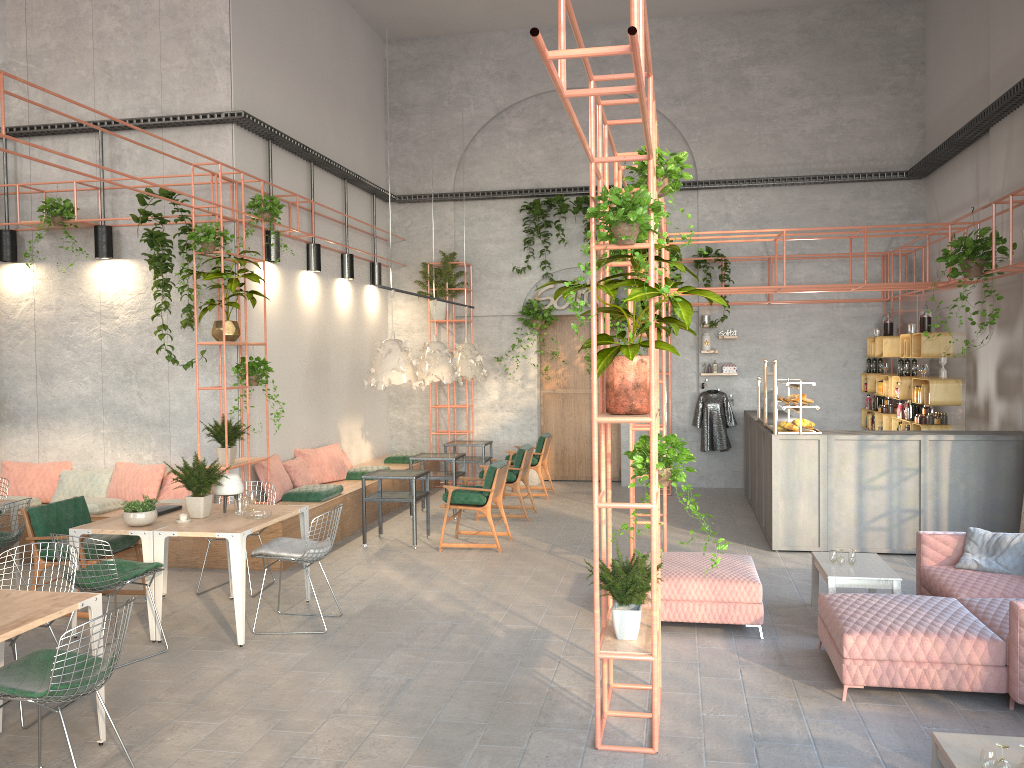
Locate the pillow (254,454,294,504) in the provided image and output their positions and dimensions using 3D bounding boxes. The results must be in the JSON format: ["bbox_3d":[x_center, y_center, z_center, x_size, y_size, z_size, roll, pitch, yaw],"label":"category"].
[{"bbox_3d":[-2.718,1.078,10.170,0.276,0.474,0.839,-1,2,1],"label":"pillow"}]

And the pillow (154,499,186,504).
[{"bbox_3d":[-3.554,1.301,9.304,0.637,0.149,0.491,0,2,12],"label":"pillow"}]

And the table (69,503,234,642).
[{"bbox_3d":[-2.865,1.477,7.177,0.694,0.830,1.205,0,2,11],"label":"table"}]

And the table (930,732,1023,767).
[{"bbox_3d":[1.990,1.741,3.388,0.520,0.455,0.916,0,2,11],"label":"table"}]

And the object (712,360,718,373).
[{"bbox_3d":[3.135,-0.270,13.687,0.081,0.204,0.081,0,2,11],"label":"object"}]

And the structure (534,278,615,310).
[{"bbox_3d":[0.992,-1.441,14.144,1.312,0.505,0.063,0,2,11],"label":"structure"}]

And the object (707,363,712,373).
[{"bbox_3d":[3.050,-0.243,13.696,0.063,0.151,0.063,-1,2,-3],"label":"object"}]

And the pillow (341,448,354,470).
[{"bbox_3d":[-2.341,1.059,12.058,0.289,0.385,0.666,-1,2,6],"label":"pillow"}]

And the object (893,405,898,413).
[{"bbox_3d":[5.193,0.341,12.029,0.115,0.107,0.115,-1,2,-13],"label":"object"}]

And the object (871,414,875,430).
[{"bbox_3d":[5.192,0.546,12.693,0.094,0.219,0.094,1,2,43],"label":"object"}]

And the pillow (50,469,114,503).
[{"bbox_3d":[-4.808,1.158,9.944,0.666,0.385,0.289,-1,2,6],"label":"pillow"}]

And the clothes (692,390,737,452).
[{"bbox_3d":[3.141,0.590,13.700,0.625,0.997,0.366,-1,2,-9],"label":"clothes"}]

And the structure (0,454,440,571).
[{"bbox_3d":[-3.872,1.517,12.009,4.386,0.500,5.831,0,2,11],"label":"structure"}]

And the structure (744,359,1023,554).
[{"bbox_3d":[4.359,0.676,11.023,2.579,2.022,4.057,0,2,11],"label":"structure"}]

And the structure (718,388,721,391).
[{"bbox_3d":[3.204,0.091,13.753,0.066,0.044,0.019,0,2,11],"label":"structure"}]

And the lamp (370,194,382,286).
[{"bbox_3d":[-2.152,-2.265,13.925,0.185,1.425,0.179,0,2,11],"label":"lamp"}]

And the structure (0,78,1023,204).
[{"bbox_3d":[-2.745,-2.784,7.165,15.603,0.110,15.203,0,2,11],"label":"structure"}]

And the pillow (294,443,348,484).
[{"bbox_3d":[-2.439,1.035,11.421,0.276,0.474,0.839,0,2,31],"label":"pillow"}]

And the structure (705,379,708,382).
[{"bbox_3d":[3.025,-0.059,13.780,0.066,0.044,0.019,0,2,11],"label":"structure"}]

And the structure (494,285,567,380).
[{"bbox_3d":[0.311,-0.827,14.348,0.921,1.527,0.950,1,3,44],"label":"structure"}]

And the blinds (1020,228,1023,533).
[{"bbox_3d":[4.543,-0.486,6.249,0.414,4.389,4.957,0,2,12],"label":"blinds"}]

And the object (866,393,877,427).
[{"bbox_3d":[5.235,0.385,12.884,0.084,0.529,0.711,0,2,13],"label":"object"}]

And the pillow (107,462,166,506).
[{"bbox_3d":[-4.185,1.106,9.803,0.839,0.474,0.276,0,2,31],"label":"pillow"}]

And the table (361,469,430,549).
[{"bbox_3d":[-1.304,1.401,10.003,0.635,0.798,0.602,0,2,11],"label":"table"}]

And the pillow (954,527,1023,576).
[{"bbox_3d":[3.647,1.271,6.683,0.307,0.324,0.500,-2,3,-44],"label":"pillow"}]

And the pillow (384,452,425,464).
[{"bbox_3d":[-1.633,1.139,13.645,0.491,0.149,0.637,0,2,12],"label":"pillow"}]

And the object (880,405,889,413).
[{"bbox_3d":[5.070,0.342,12.052,0.115,0.107,0.115,-1,2,-23],"label":"object"}]

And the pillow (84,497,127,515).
[{"bbox_3d":[-4.554,1.308,9.493,0.637,0.149,0.491,0,2,12],"label":"pillow"}]

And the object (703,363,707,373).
[{"bbox_3d":[2.990,-0.250,13.728,0.055,0.164,0.092,0,2,29],"label":"object"}]

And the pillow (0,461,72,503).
[{"bbox_3d":[-5.436,1.114,10.083,0.839,0.474,0.276,-1,2,1],"label":"pillow"}]

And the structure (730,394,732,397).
[{"bbox_3d":[3.389,0.182,13.724,0.066,0.044,0.019,0,2,11],"label":"structure"}]

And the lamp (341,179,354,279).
[{"bbox_3d":[-2.375,-2.225,12.738,0.185,1.425,0.179,0,2,11],"label":"lamp"}]

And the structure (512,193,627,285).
[{"bbox_3d":[0.967,-2.275,14.012,1.939,1.514,0.856,-1,2,5],"label":"structure"}]

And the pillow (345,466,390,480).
[{"bbox_3d":[-1.961,1.198,11.904,0.491,0.149,0.637,0,2,12],"label":"pillow"}]

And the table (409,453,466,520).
[{"bbox_3d":[-0.980,1.343,11.727,0.635,0.798,0.602,0,2,11],"label":"table"}]

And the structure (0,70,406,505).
[{"bbox_3d":[-4.618,-0.526,9.504,4.501,4.345,14.096,0,2,9],"label":"structure"}]

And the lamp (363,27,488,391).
[{"bbox_3d":[-1.025,-1.991,11.670,0.704,4.052,4.456,0,2,11],"label":"lamp"}]

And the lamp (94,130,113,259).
[{"bbox_3d":[-4.515,-2.104,9.778,0.179,1.425,0.185,0,2,11],"label":"lamp"}]

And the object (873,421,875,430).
[{"bbox_3d":[5.169,0.596,12.606,0.073,0.131,0.073,0,2,16],"label":"object"}]

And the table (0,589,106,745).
[{"bbox_3d":[-2.677,1.577,4.315,0.694,0.830,1.214,0,2,11],"label":"table"}]

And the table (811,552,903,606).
[{"bbox_3d":[2.643,1.620,6.860,0.520,0.455,0.916,0,2,11],"label":"table"}]

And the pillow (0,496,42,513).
[{"bbox_3d":[-5.584,1.315,9.687,0.637,0.149,0.491,0,2,12],"label":"pillow"}]

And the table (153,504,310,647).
[{"bbox_3d":[-2.180,1.472,7.052,0.694,0.830,1.214,0,2,11],"label":"table"}]

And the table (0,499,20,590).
[{"bbox_3d":[-4.954,1.491,7.575,0.694,0.830,1.214,0,2,11],"label":"table"}]

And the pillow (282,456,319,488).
[{"bbox_3d":[-2.578,1.102,10.799,0.289,0.385,0.666,-1,2,6],"label":"pillow"}]

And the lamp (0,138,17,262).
[{"bbox_3d":[-5.703,-2.096,10.002,0.179,1.425,0.185,0,2,11],"label":"lamp"}]

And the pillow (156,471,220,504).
[{"bbox_3d":[-3.548,1.149,9.707,0.666,0.385,0.289,-1,2,6],"label":"pillow"}]

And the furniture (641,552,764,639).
[{"bbox_3d":[1.474,1.630,7.040,0.941,0.446,0.976,0,2,11],"label":"furniture"}]

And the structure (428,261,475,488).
[{"bbox_3d":[-0.976,-0.144,14.319,0.630,3.597,0.430,0,2,11],"label":"structure"}]

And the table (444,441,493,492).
[{"bbox_3d":[-0.655,1.284,13.450,0.635,0.798,0.602,0,2,11],"label":"table"}]

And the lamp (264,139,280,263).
[{"bbox_3d":[-2.820,-2.145,10.375,0.185,1.425,0.179,0,2,11],"label":"lamp"}]

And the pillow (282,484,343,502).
[{"bbox_3d":[-2.281,1.256,10.203,0.491,0.149,0.637,0,2,12],"label":"pillow"}]

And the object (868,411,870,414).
[{"bbox_3d":[5.285,0.519,13.121,0.074,0.243,0.072,1,2,43],"label":"object"}]

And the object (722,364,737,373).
[{"bbox_3d":[3.347,-0.239,13.648,0.219,0.149,0.129,0,2,11],"label":"object"}]

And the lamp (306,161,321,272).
[{"bbox_3d":[-2.596,-2.185,11.562,0.185,1.425,0.179,0,2,11],"label":"lamp"}]

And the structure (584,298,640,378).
[{"bbox_3d":[1.617,-0.817,14.146,0.950,1.527,0.921,0,2,9],"label":"structure"}]

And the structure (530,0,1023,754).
[{"bbox_3d":[2.512,0.034,6.559,4.157,4.247,14.689,0,2,11],"label":"structure"}]
